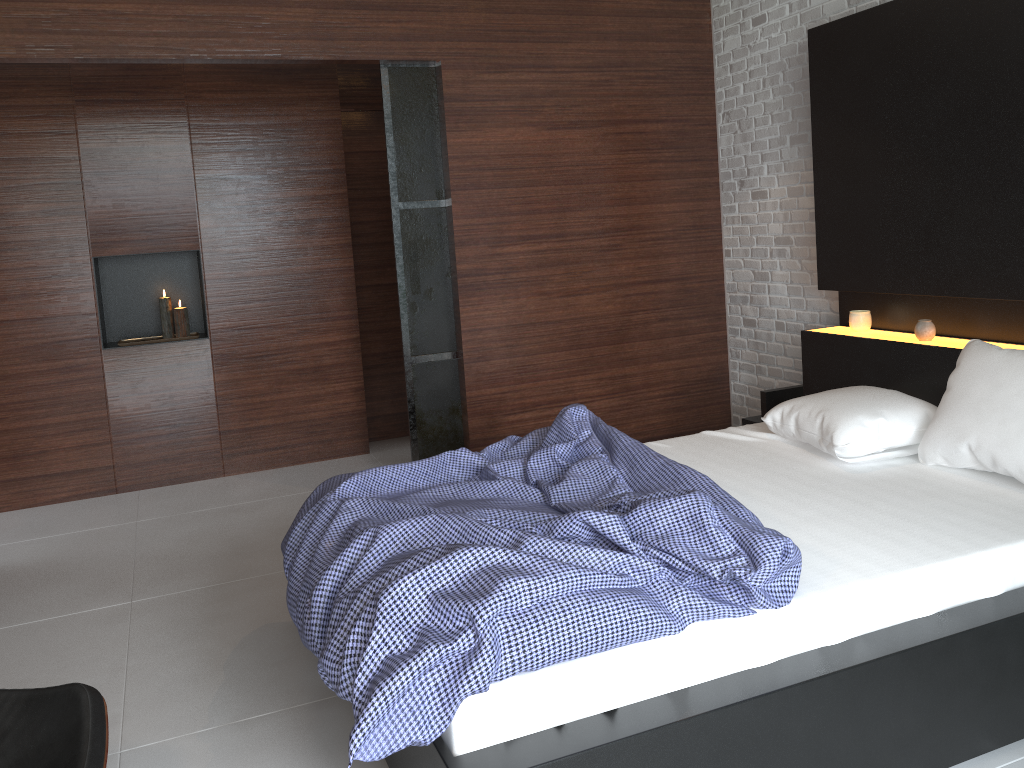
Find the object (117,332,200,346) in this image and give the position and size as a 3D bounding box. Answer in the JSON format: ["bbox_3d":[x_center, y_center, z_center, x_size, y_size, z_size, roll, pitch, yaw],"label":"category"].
[{"bbox_3d":[-1.978,-0.250,4.954,0.428,0.020,0.232,-8,11,-21],"label":"object"}]

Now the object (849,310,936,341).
[{"bbox_3d":[1.489,-0.232,3.472,0.088,0.085,0.452,-6,10,-16],"label":"object"}]

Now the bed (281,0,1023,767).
[{"bbox_3d":[0.595,-0.235,2.645,2.617,2.027,2.574,-7,9,-21],"label":"bed"}]

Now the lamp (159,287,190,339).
[{"bbox_3d":[-1.901,-0.399,4.968,0.153,0.296,0.078,-4,5,2],"label":"lamp"}]

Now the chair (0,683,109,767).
[{"bbox_3d":[-1.121,0.780,1.427,0.813,0.686,0.797,-4,8,0],"label":"chair"}]
